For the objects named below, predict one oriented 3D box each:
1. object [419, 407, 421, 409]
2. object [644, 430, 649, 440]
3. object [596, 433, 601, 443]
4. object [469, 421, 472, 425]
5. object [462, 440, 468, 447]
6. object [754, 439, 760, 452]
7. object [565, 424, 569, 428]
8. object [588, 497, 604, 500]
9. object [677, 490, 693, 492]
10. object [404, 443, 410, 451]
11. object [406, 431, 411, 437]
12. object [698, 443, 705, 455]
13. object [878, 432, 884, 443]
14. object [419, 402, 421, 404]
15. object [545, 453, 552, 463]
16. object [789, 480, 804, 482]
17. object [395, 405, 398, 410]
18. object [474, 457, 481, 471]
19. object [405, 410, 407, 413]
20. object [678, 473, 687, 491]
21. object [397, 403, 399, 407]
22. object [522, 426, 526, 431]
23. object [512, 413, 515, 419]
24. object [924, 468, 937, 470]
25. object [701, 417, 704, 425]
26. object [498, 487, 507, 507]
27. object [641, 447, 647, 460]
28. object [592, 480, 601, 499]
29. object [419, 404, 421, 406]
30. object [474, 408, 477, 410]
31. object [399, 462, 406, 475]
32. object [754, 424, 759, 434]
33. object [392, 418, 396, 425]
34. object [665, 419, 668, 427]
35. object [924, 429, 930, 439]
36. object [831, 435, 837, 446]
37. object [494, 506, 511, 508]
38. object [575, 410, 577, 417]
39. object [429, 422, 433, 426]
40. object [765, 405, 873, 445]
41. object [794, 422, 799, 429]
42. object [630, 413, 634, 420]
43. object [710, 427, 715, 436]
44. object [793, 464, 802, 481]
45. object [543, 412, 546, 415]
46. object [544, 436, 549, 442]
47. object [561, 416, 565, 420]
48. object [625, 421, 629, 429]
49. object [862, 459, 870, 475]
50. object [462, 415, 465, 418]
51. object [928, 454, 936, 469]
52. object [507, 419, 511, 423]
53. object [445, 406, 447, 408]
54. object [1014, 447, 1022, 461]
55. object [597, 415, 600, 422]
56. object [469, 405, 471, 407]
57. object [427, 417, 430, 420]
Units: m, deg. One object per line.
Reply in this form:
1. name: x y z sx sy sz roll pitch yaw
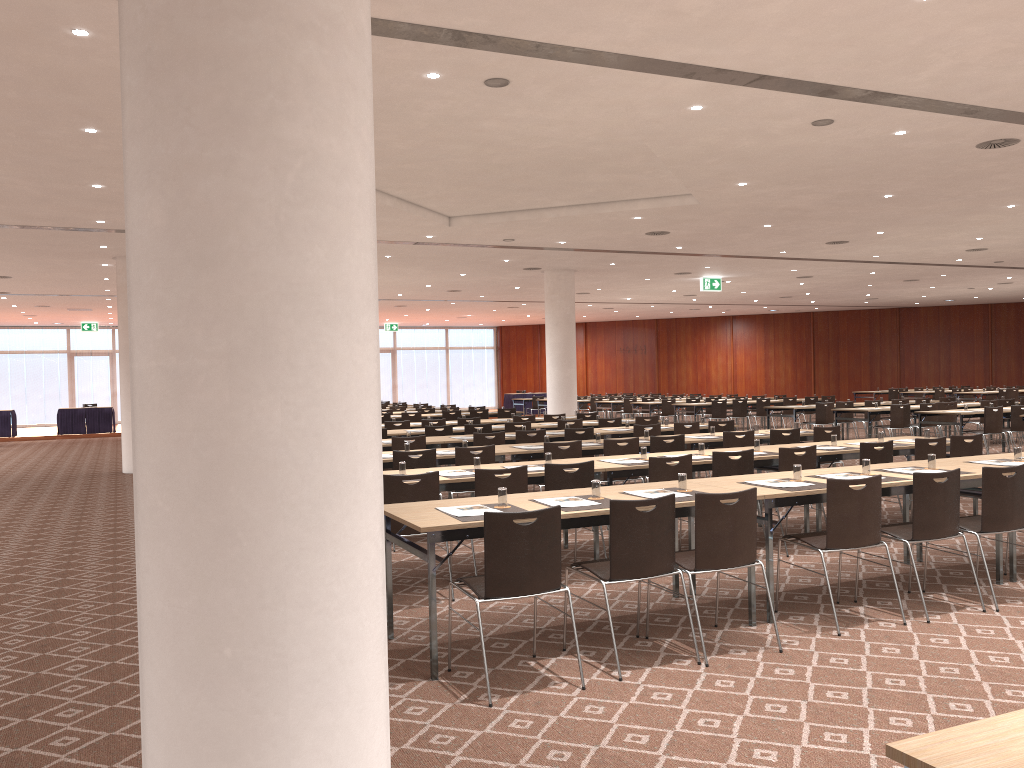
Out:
1. object: -2.207 0.606 21.323 0.054 0.114 0.054 -1 1 10
2. object: 1.581 0.601 10.423 0.054 0.114 0.054 -1 1 10
3. object: 0.987 0.617 10.164 0.054 0.114 0.054 -1 1 10
4. object: -0.645 0.627 13.821 0.054 0.114 0.054 -1 1 10
5. object: -0.504 0.658 9.505 0.054 0.114 0.054 -1 1 32
6. object: 2.378 0.596 8.604 0.054 0.114 0.054 -2 1 -35
7. object: 0.763 0.606 12.250 0.054 0.114 0.054 -1 1 10
8. object: 0.530 0.721 5.591 0.102 0.001 0.102 -1 1 32
9. object: 1.140 0.705 5.853 0.102 0.001 0.102 -1 1 32
10. object: -1.093 0.674 9.246 0.054 0.114 0.054 -1 1 32
11. object: -1.319 0.663 11.330 0.054 0.114 0.054 -1 1 32
12. object: 1.783 0.613 8.344 0.054 0.114 0.054 -2 1 -35
13. object: 3.856 0.556 9.265 0.054 0.114 0.054 -1 1 10
14. object: -2.644 0.583 25.512 0.054 0.114 0.054 -1 1 32
15. object: 0.316 0.653 7.675 0.054 0.114 0.054 -1 1 10
16. object: 2.007 0.681 6.246 0.102 0.001 0.102 -1 1 32
17. object: -3.018 0.611 23.165 0.054 0.114 0.054 -1 1 10
18. object: -0.292 0.669 7.420 0.054 0.114 0.054 -2 1 -13
19. object: -2.286 0.625 19.106 0.054 0.114 0.054 -1 1 32
20. object: 1.127 0.648 5.862 0.054 0.114 0.054 -1 1 32
21. object: -3.237 0.600 25.243 0.054 0.114 0.054 -1 1 10
22. object: 0.163 0.623 11.987 0.054 0.114 0.054 -2 1 -35
23. object: 0.020 0.592 16.304 0.054 0.114 0.054 -2 1 -13
24. object: 3.205 0.648 6.775 0.102 0.001 0.102 -1 1 32
25. object: 2.831 0.550 13.180 0.054 0.114 0.054 -2 1 -35
26. object: -0.056 0.680 5.320 0.054 0.114 0.054 -1 1 32
27. object: 1.199 0.629 8.064 0.054 0.114 0.054 -2 1 -35
28. object: 0.531 0.664 5.597 0.054 0.114 0.054 -1 1 10
29. object: -2.438 0.595 23.424 0.054 0.114 0.054 -1 1 10
30. object: -0.810 0.585 19.762 0.054 0.114 0.054 -1 1 10
31. object: -0.882 0.686 7.142 0.054 0.114 0.054 -2 1 -35
32. object: 3.058 0.561 11.088 0.054 0.114 0.054 -1 1 32
33. object: -2.050 0.649 15.387 0.054 0.114 0.054 -2 1 -35
34. object: 2.250 0.566 12.909 0.054 0.114 0.054 -1 1 32
35. object: 4.459 0.539 9.528 0.054 0.114 0.054 -2 1 -35
36. object: 3.267 0.572 8.996 0.054 0.114 0.054 -1 1 10
37. object: -0.057 0.738 5.317 0.102 0.001 0.102 -1 1 32
38. object: 1.216 0.559 16.839 0.054 0.114 0.054 -2 1 -35
39. object: -1.237 0.644 13.563 0.054 0.114 0.054 -1 1 10
40. object: 6.707 0.886 19.324 2.267 0.833 0.953 -2 1 -24
41. object: 3.642 0.544 11.357 0.054 0.114 0.054 -1 1 32
42. object: 2.031 0.554 15.002 0.054 0.114 0.054 -1 1 10
43. object: 2.450 0.577 10.824 0.054 0.114 0.054 -2 1 -13
44. object: 2.007 0.624 6.234 0.054 0.114 0.054 -1 1 32
45. object: 0.616 0.576 16.578 0.054 0.114 0.054 -1 1 10
46. object: 0.388 0.634 9.892 0.054 0.114 0.054 -1 1 10
47. object: 0.834 0.587 14.476 0.054 0.114 0.054 -1 1 32
48. object: 1.647 0.582 12.657 0.054 0.114 0.054 -1 1 32
49. object: 2.596 0.608 6.500 0.054 0.114 0.054 -1 1 32
50. object: -0.864 0.616 15.905 0.054 0.114 0.054 -2 1 -35
51. object: 3.203 0.591 6.765 0.054 0.114 0.054 -1 1 32
52. object: -0.050 0.611 14.081 0.054 0.114 0.054 -1 1 10
53. object: -1.612 0.589 21.600 0.054 0.114 0.054 -1 1 10
54. object: 4.089 0.567 7.167 0.054 0.114 0.054 -1 1 10
55. object: 1.433 0.571 14.735 0.054 0.114 0.054 -1 1 32
56. object: -1.030 0.574 21.853 0.054 0.114 0.054 -1 1 32
57. object: -1.465 0.633 15.642 0.054 0.114 0.054 -2 1 -35
